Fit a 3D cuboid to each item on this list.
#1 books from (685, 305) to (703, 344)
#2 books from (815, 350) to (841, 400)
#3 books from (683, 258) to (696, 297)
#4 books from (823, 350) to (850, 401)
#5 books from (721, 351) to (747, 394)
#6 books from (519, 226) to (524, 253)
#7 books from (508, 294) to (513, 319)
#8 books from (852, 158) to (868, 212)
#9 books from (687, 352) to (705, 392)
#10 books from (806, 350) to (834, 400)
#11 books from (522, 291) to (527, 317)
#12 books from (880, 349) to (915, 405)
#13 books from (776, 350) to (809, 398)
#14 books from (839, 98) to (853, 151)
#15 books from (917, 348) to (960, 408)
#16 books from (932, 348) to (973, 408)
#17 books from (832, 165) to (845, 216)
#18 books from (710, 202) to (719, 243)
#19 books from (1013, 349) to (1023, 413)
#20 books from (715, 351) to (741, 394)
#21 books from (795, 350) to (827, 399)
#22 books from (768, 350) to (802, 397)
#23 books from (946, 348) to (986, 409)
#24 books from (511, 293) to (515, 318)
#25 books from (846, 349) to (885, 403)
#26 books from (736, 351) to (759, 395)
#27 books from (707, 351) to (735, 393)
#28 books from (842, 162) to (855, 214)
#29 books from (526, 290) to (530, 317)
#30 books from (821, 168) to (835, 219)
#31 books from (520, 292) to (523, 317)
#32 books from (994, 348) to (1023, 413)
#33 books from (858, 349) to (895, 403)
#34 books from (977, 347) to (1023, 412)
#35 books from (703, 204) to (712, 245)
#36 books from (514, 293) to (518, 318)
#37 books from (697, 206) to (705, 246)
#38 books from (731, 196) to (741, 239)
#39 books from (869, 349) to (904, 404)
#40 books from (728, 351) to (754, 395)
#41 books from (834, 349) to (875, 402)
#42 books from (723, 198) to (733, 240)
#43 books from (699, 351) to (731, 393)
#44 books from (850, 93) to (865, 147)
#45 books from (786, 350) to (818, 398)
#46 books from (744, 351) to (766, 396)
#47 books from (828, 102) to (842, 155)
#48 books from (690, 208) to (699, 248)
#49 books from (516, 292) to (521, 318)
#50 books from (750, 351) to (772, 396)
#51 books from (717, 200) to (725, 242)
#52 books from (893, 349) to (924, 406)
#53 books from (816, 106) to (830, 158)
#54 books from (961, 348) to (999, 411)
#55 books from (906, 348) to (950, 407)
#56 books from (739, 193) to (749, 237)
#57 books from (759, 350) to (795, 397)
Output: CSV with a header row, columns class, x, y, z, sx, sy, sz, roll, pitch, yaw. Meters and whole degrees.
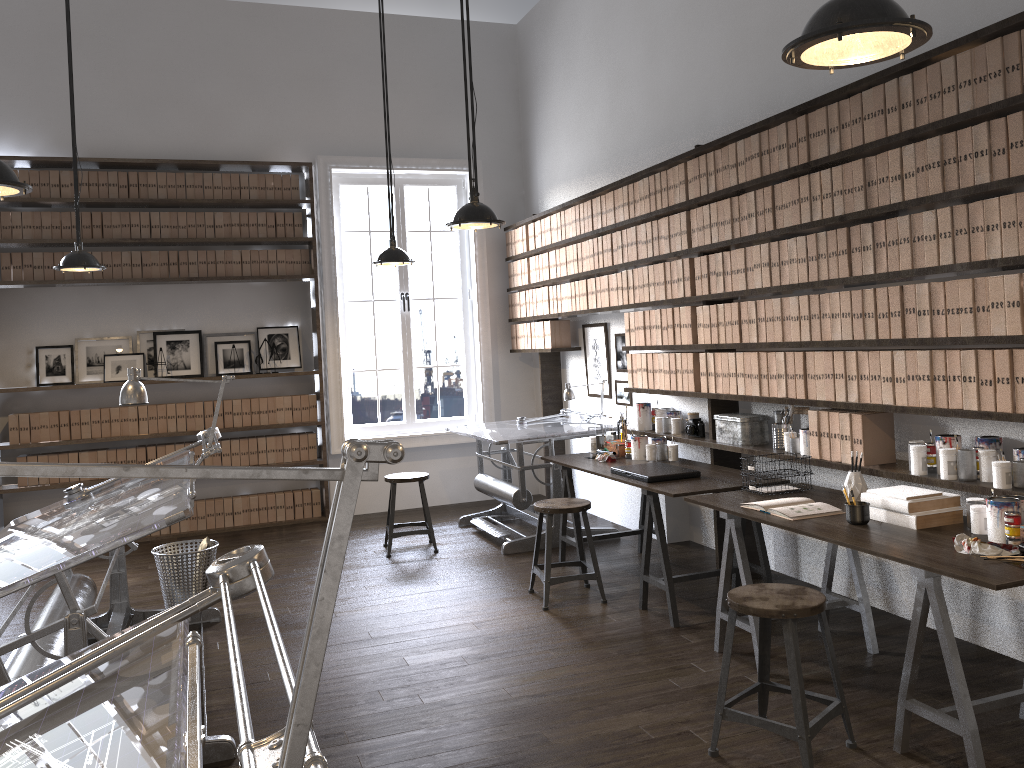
class,x,y,z,sx,sy,sz,roll,pitch,yaw
books,1.100,-0.342,5.134,0.175,0.226,0.067,-3,0,-20
books,1.495,-0.042,4.092,0.175,0.225,0.066,-3,0,-20
books,1.092,-0.619,5.140,0.175,0.226,0.066,-3,0,-20
books,1.513,-0.040,4.031,0.175,0.226,0.067,-3,0,-20
books,1.235,-0.062,4.814,0.175,0.226,0.066,-3,0,-20
books,0.160,-1.241,7.622,0.175,0.226,0.067,-3,0,-20
books,0.063,-0.700,7.962,0.175,0.226,0.067,-3,0,-20
books,1.557,-0.848,3.801,0.175,0.226,0.067,-3,0,-20
books,1.114,-0.072,5.136,0.175,0.226,0.067,-3,0,-20
books,1.475,-0.044,4.154,0.175,0.225,0.066,-3,0,-20
books,0.185,-0.691,7.628,0.175,0.226,0.067,-3,0,-20
books,1.635,-0.030,3.698,0.175,0.226,0.067,-3,0,-20
books,1.396,-0.049,4.360,0.174,0.226,0.066,-3,0,-20
books,1.527,-1.127,3.868,0.174,0.226,0.066,-3,0,-20
books,1.703,-0.025,3.508,0.175,0.226,0.067,-3,0,-20
books,1.731,-0.023,3.446,0.175,0.226,0.066,-3,0,-20
books,1.516,-0.852,3.924,0.175,0.225,0.066,-3,0,-20
books,1.182,-0.878,4.845,0.175,0.225,0.066,-3,0,-20
books,1.855,-0.013,3.106,0.175,0.225,0.066,-3,0,-20
books,1.213,-0.064,4.880,0.174,0.226,0.066,-3,0,-20
books,1.445,-0.045,4.222,0.175,0.226,0.067,-3,0,-20
books,1.376,-0.051,4.428,0.174,0.226,0.066,-3,0,-20
books,1.755,-0.021,3.380,0.174,0.226,0.066,-3,0,-20
books,0.091,-0.699,7.900,0.175,0.226,0.066,-3,0,-20
books,1.565,-0.036,3.896,0.174,0.226,0.066,-3,0,-20
books,1.282,-0.058,4.679,0.175,0.225,0.066,-3,0,-20
books,1.186,-0.066,4.944,0.174,0.226,0.066,-3,0,-20
books,1.538,-0.850,3.865,0.175,0.225,0.066,-3,0,-20
books,0.215,-0.689,7.560,0.175,0.225,0.066,-3,0,-20
books,1.489,-0.854,3.991,0.175,0.226,0.067,-3,0,-20
books,0.164,-0.693,7.700,0.175,0.226,0.066,-3,0,-20
books,1.824,-0.015,3.174,0.175,0.226,0.067,-3,0,-20
books,1.593,-0.034,3.832,0.174,0.226,0.066,-3,0,-20
books,1.804,-0.017,3.246,0.175,0.226,0.066,-3,0,-20
books,1.156,-0.880,4.912,0.175,0.226,0.067,-3,0,-20
books,0.116,-0.697,7.834,0.174,0.226,0.066,-3,0,-20
books,1.135,-0.882,4.979,0.175,0.226,0.066,-3,0,-20
books,1.252,-0.873,4.660,0.175,0.226,0.066,-3,0,-20
books,1.615,-0.032,3.766,0.175,0.226,0.066,-3,0,-20
books,1.255,-0.060,4.746,0.175,0.226,0.067,-3,0,-20
books,1.537,-0.038,3.963,0.175,0.226,0.066,-3,0,-20
books,1.223,-0.874,4.722,0.175,0.226,0.067,-3,0,-20
books,1.158,-0.068,5.011,0.175,0.226,0.066,-3,0,-20
books,1.548,-1.125,3.802,0.175,0.226,0.066,-3,0,-20
books,1.424,-0.048,4.295,0.175,0.226,0.066,-3,0,-20
books,1.305,-0.057,4.620,0.175,0.225,0.066,-3,0,-20
books,1.499,-1.129,3.932,0.174,0.226,0.066,-3,0,-20
books,1.113,-0.884,5.046,0.174,0.226,0.066,-3,0,-20
books,0.136,-0.695,7.766,0.174,0.226,0.066,-3,0,-20
books,1.323,-0.055,4.556,0.175,0.226,0.067,-3,0,-20
books,1.205,-0.877,4.786,0.175,0.225,0.066,-3,0,-20
books,1.661,-0.028,3.631,0.175,0.225,0.066,-3,0,-20
books,1.471,-1.131,3.999,0.175,0.226,0.066,-3,0,-20
books,1.775,-0.019,3.312,0.174,0.226,0.066,-3,0,-20
books,1.684,-0.027,3.572,0.175,0.225,0.066,-3,0,-20
books,1.276,-0.871,4.594,0.174,0.226,0.066,-3,0,-20
books,1.351,-0.053,4.494,0.175,0.226,0.066,-3,0,-20
